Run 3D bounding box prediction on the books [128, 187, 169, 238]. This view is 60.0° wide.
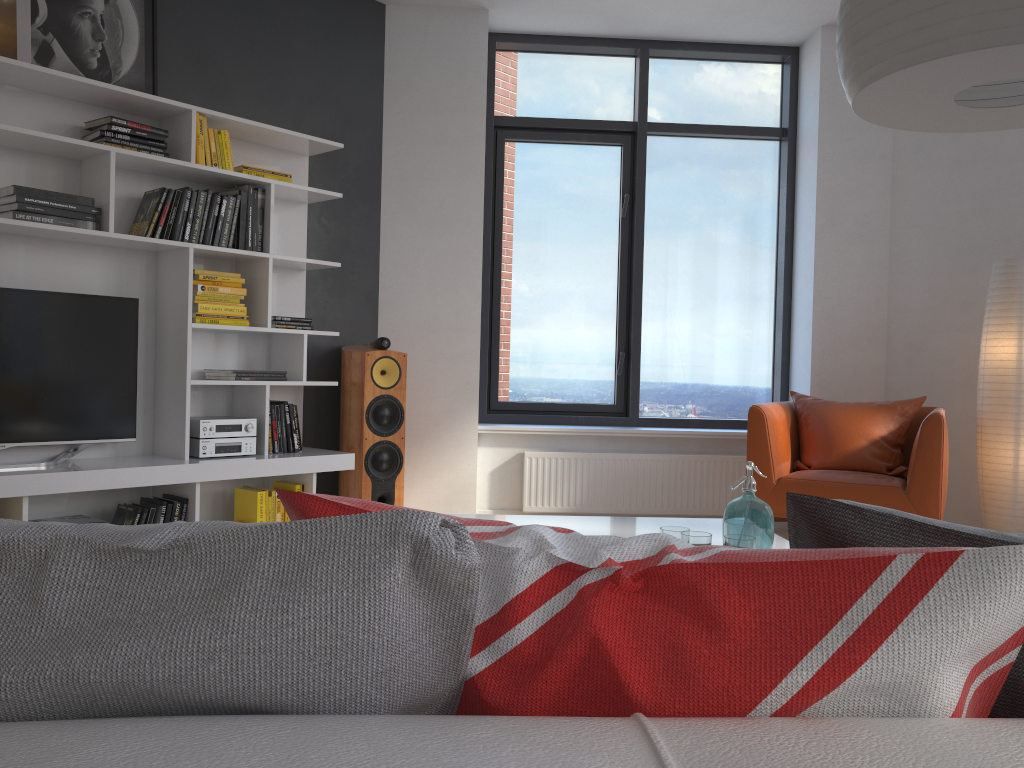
[{"bbox_3d":[-1.592,-0.738,3.874,0.182,0.234,0.104,2,1,42],"label":"books"}]

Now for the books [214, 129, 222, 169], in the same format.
[{"bbox_3d":[-1.371,-1.058,4.039,0.128,0.178,0.044,2,1,42],"label":"books"}]

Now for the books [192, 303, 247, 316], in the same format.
[{"bbox_3d":[-1.401,-0.345,4.146,0.189,0.042,0.243,2,1,42],"label":"books"}]

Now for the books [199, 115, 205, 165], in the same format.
[{"bbox_3d":[-1.440,-1.082,3.992,0.163,0.224,0.041,2,1,40],"label":"books"}]

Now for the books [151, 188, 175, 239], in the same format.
[{"bbox_3d":[-1.573,-0.737,3.902,0.187,0.234,0.096,2,1,42],"label":"books"}]

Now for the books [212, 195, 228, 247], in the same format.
[{"bbox_3d":[-1.388,-0.741,4.083,0.179,0.243,0.071,2,1,41],"label":"books"}]

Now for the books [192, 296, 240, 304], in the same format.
[{"bbox_3d":[-1.403,-0.390,4.133,0.217,0.023,0.145,1,1,-44],"label":"books"}]

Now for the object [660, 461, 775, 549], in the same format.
[{"bbox_3d":[0.531,0.330,2.301,0.330,0.265,0.330,2,1,21],"label":"object"}]

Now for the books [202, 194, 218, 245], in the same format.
[{"bbox_3d":[-1.411,-0.738,4.038,0.172,0.242,0.069,2,1,43],"label":"books"}]

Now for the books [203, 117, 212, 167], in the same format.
[{"bbox_3d":[-1.426,-1.082,4.020,0.164,0.224,0.054,2,1,41],"label":"books"}]

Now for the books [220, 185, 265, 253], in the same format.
[{"bbox_3d":[-1.304,-0.774,4.236,0.259,0.321,0.128,2,1,42],"label":"books"}]

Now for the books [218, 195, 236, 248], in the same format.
[{"bbox_3d":[-1.371,-0.744,4.119,0.191,0.249,0.084,2,1,42],"label":"books"}]

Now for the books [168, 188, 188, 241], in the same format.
[{"bbox_3d":[-1.509,-0.739,3.933,0.172,0.242,0.069,2,1,43],"label":"books"}]

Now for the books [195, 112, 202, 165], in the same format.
[{"bbox_3d":[-1.441,-1.084,3.962,0.161,0.229,0.041,2,1,41],"label":"books"}]

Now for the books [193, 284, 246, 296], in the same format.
[{"bbox_3d":[-1.398,-0.436,4.159,0.239,0.033,0.176,1,1,-45],"label":"books"}]

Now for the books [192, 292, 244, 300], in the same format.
[{"bbox_3d":[-1.408,-0.411,4.153,0.171,0.019,0.239,2,1,42],"label":"books"}]

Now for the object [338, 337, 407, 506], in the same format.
[{"bbox_3d":[-0.775,0.295,4.752,0.290,1.088,0.434,1,1,-33],"label":"object"}]

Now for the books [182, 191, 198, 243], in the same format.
[{"bbox_3d":[-1.490,-0.740,3.984,0.179,0.243,0.068,2,1,41],"label":"books"}]

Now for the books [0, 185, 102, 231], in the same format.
[{"bbox_3d":[-1.894,-0.694,3.589,0.277,0.137,0.343,2,1,37],"label":"books"}]

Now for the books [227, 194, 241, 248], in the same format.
[{"bbox_3d":[-1.349,-0.748,4.145,0.197,0.260,0.066,2,1,42],"label":"books"}]

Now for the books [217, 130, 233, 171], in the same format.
[{"bbox_3d":[-1.345,-1.060,4.073,0.141,0.184,0.064,2,1,43],"label":"books"}]

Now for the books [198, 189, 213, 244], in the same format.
[{"bbox_3d":[-1.447,-0.749,4.040,0.197,0.260,0.066,2,1,42],"label":"books"}]

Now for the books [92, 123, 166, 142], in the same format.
[{"bbox_3d":[-1.650,-1.067,3.816,0.180,0.026,0.246,2,1,44],"label":"books"}]

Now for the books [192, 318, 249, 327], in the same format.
[{"bbox_3d":[-1.391,-0.285,4.140,0.257,0.028,0.194,1,1,-43],"label":"books"}]

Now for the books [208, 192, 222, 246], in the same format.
[{"bbox_3d":[-1.415,-0.746,4.072,0.192,0.254,0.075,2,1,41],"label":"books"}]

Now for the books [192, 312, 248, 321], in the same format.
[{"bbox_3d":[-1.399,-0.311,4.143,0.203,0.024,0.257,2,1,45],"label":"books"}]

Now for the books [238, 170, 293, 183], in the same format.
[{"bbox_3d":[-1.222,-0.982,4.274,0.257,0.028,0.194,1,1,-43],"label":"books"}]

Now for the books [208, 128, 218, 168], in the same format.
[{"bbox_3d":[-1.390,-1.059,4.029,0.132,0.180,0.054,2,1,42],"label":"books"}]

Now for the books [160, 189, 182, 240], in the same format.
[{"bbox_3d":[-1.541,-0.737,3.916,0.169,0.233,0.081,2,1,41],"label":"books"}]

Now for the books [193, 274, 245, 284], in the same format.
[{"bbox_3d":[-1.395,-0.487,4.159,0.223,0.023,0.163,1,1,-44],"label":"books"}]

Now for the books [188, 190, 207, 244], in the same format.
[{"bbox_3d":[-1.469,-0.745,4.015,0.191,0.249,0.084,2,1,42],"label":"books"}]

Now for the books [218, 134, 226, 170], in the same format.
[{"bbox_3d":[-1.350,-1.048,4.045,0.108,0.161,0.046,2,1,41],"label":"books"}]

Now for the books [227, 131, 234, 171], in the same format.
[{"bbox_3d":[-1.336,-1.061,4.095,0.142,0.184,0.044,2,1,43],"label":"books"}]

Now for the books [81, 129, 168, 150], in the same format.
[{"bbox_3d":[-1.673,-1.040,3.832,0.284,0.030,0.214,1,1,-45],"label":"books"}]

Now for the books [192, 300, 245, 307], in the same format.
[{"bbox_3d":[-1.412,-0.373,4.153,0.251,0.014,0.189,1,1,-45],"label":"books"}]

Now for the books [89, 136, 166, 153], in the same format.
[{"bbox_3d":[-1.661,-1.014,3.817,0.189,0.020,0.264,2,1,40],"label":"books"}]

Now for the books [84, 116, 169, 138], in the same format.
[{"bbox_3d":[-1.660,-1.094,3.821,0.209,0.030,0.266,2,1,35],"label":"books"}]

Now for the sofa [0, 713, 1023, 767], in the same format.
[{"bbox_3d":[0.791,0.560,1.609,3.424,0.732,2.614,1,1,-3],"label":"sofa"}]

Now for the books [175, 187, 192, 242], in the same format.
[{"bbox_3d":[-1.513,-0.747,3.968,0.192,0.254,0.075,2,1,41],"label":"books"}]

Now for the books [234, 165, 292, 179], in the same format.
[{"bbox_3d":[-1.230,-1.008,4.277,0.203,0.024,0.257,2,1,45],"label":"books"}]

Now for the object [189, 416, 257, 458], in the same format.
[{"bbox_3d":[-1.385,0.245,4.133,0.270,0.174,0.285,2,1,42],"label":"object"}]

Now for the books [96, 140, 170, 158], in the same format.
[{"bbox_3d":[-1.659,-0.988,3.816,0.284,0.030,0.214,1,1,-45],"label":"books"}]

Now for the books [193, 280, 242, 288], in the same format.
[{"bbox_3d":[-1.403,-0.464,4.155,0.227,0.022,0.160,1,1,-32],"label":"books"}]
